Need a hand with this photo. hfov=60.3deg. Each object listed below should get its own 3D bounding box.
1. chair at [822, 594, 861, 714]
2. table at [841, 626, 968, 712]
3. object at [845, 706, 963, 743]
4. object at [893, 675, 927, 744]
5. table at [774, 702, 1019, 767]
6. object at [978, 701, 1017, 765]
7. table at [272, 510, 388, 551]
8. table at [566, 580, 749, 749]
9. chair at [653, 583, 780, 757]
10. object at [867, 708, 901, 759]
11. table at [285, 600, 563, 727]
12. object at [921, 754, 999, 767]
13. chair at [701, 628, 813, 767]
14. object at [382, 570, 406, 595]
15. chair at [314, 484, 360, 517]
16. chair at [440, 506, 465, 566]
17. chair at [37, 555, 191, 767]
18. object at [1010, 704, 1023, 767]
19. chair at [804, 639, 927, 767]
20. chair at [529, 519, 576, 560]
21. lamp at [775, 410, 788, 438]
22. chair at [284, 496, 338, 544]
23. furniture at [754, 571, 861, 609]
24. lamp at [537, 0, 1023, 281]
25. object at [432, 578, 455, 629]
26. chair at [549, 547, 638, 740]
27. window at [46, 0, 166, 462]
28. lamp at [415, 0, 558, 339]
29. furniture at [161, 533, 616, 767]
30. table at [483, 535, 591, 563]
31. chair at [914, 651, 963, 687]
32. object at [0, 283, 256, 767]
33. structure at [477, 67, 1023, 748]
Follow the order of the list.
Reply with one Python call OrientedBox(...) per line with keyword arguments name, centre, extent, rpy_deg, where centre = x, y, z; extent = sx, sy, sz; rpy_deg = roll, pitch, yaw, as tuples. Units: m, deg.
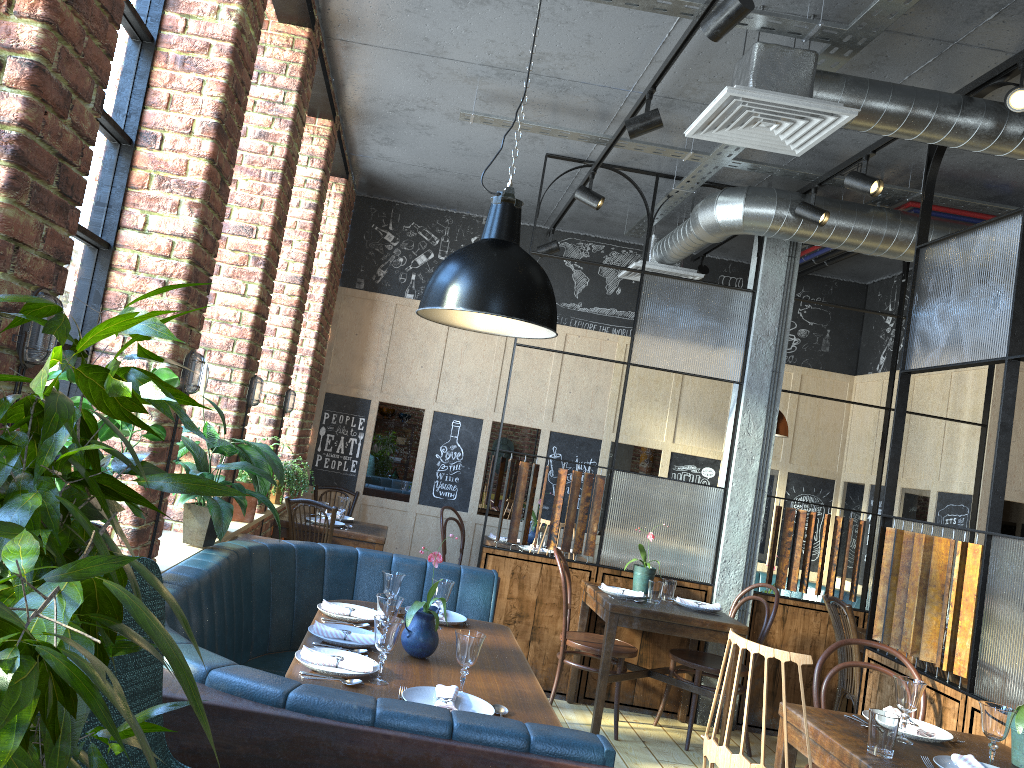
OrientedBox(name="chair", centre=(2.031, 1.713, 4.997), extent=(0.524, 0.916, 0.403), rpy_deg=(9, -5, 2))
OrientedBox(name="table", centre=(2.384, 1.875, 5.004), extent=(0.748, 0.727, 0.753), rpy_deg=(10, -5, -3))
OrientedBox(name="object", centre=(1.297, 1.128, 2.933), extent=(0.326, 0.051, 0.268), rpy_deg=(10, -4, 1))
OrientedBox(name="object", centre=(1.257, 1.040, 2.810), extent=(0.103, 0.192, 0.093), rpy_deg=(5, -7, 44))
OrientedBox(name="table", centre=(1.283, 1.501, 2.663), extent=(0.748, 0.727, 0.753), rpy_deg=(10, -5, -3))
OrientedBox(name="object", centre=(1.433, 1.055, 2.621), extent=(0.094, 0.192, 0.102), rpy_deg=(12, -5, -28))
OrientedBox(name="table", centre=(-1.302, 1.329, 6.140), extent=(0.748, 0.727, 0.753), rpy_deg=(10, -5, -3))
OrientedBox(name="table", centre=(0.780, 1.597, 4.984), extent=(0.748, 0.727, 0.753), rpy_deg=(10, -5, -3))
OrientedBox(name="chair", centre=(1.171, 1.567, 5.013), extent=(0.541, 0.921, 0.445), rpy_deg=(10, -5, -11))
OrientedBox(name="object", centre=(1.091, 1.030, 2.596), extent=(0.082, 0.119, 0.086), rpy_deg=(11, -5, -14))
OrientedBox(name="table", centre=(-0.382, 1.283, 3.116), extent=(0.819, 0.661, 1.545), rpy_deg=(10, -5, -5))
OrientedBox(name="object", centre=(1.362, 1.104, 2.489), extent=(0.326, 0.051, 0.268), rpy_deg=(10, -4, 1))
OrientedBox(name="chair", centre=(0.786, 1.273, 2.606), extent=(0.432, 1.006, 0.558), rpy_deg=(12, -6, -32))
OrientedBox(name="object", centre=(-0.498, 0.865, 3.588), extent=(0.102, 0.192, 0.094), rpy_deg=(7, -5, 26))
OrientedBox(name="chair", centre=(-1.412, 1.256, 6.729), extent=(0.400, 0.916, 0.528), rpy_deg=(10, -5, -9))
OrientedBox(name="chair", centre=(-0.345, 1.444, 6.773), extent=(0.573, 0.921, 0.419), rpy_deg=(7, -6, 29))
OrientedBox(name="chair", centre=(-0.491, 0.900, 1.323), extent=(1.067, 1.098, 0.780), rpy_deg=(8, -5, 21))
OrientedBox(name="object", centre=(1.638, 0.981, 2.738), extent=(0.145, 0.427, 0.199), rpy_deg=(7, -6, 30))
OrientedBox(name="chair", centre=(1.306, 1.450, 3.234), extent=(0.452, 0.921, 0.532), rpy_deg=(8, -5, 18))
OrientedBox(name="chair", centre=(0.190, 1.461, 6.296), extent=(0.522, 1.006, 0.462), rpy_deg=(11, -5, -16))
OrientedBox(name="lamp", centre=(1.875, -0.306, 6.311), extent=(0.353, 1.336, 0.383), rpy_deg=(12, -6, -31))
OrientedBox(name="chair", centre=(-1.272, 1.198, 5.682), extent=(0.417, 0.916, 0.507), rpy_deg=(8, -5, 16))
OrientedBox(name="furniture", centre=(1.849, 1.843, 6.401), extent=(1.487, 0.823, 1.447), rpy_deg=(10, -5, -3))
OrientedBox(name="lamp", centre=(3.681, -0.762, 3.419), extent=(6.244, 0.274, 7.250), rpy_deg=(10, -4, -4))
OrientedBox(name="object", centre=(-0.298, 0.902, 3.618), extent=(0.102, 0.192, 0.094), rpy_deg=(7, -5, 26))
OrientedBox(name="chair", centre=(0.437, 1.439, 4.997), extent=(0.563, 0.921, 0.427), rpy_deg=(8, -5, 14))
OrientedBox(name="window", centre=(-0.215, -0.483, 2.023), extent=(3.277, 2.431, 8.935), rpy_deg=(13, -6, -38))
OrientedBox(name="lamp", centre=(0.013, -0.870, 3.296), extent=(0.542, 1.327, 0.515), rpy_deg=(8, -5, 14))
OrientedBox(name="furniture", centre=(-0.637, 1.157, 3.129), extent=(1.359, 0.823, 2.622), rpy_deg=(10, -4, -5))
OrientedBox(name="table", centre=(0.117, 1.619, 6.721), extent=(0.748, 0.727, 0.753), rpy_deg=(10, -5, -3))
OrientedBox(name="chair", centre=(1.954, 1.598, 3.702), extent=(0.524, 0.916, 0.403), rpy_deg=(9, -5, 2))
OrientedBox(name="object", centre=(-0.542, 0.615, 0.565), extent=(0.700, 1.529, 0.889), rpy_deg=(12, -5, -25))
OrientedBox(name="structure", centre=(3.816, 0.689, 3.590), extent=(5.859, 3.329, 6.016), rpy_deg=(11, -5, -20))
